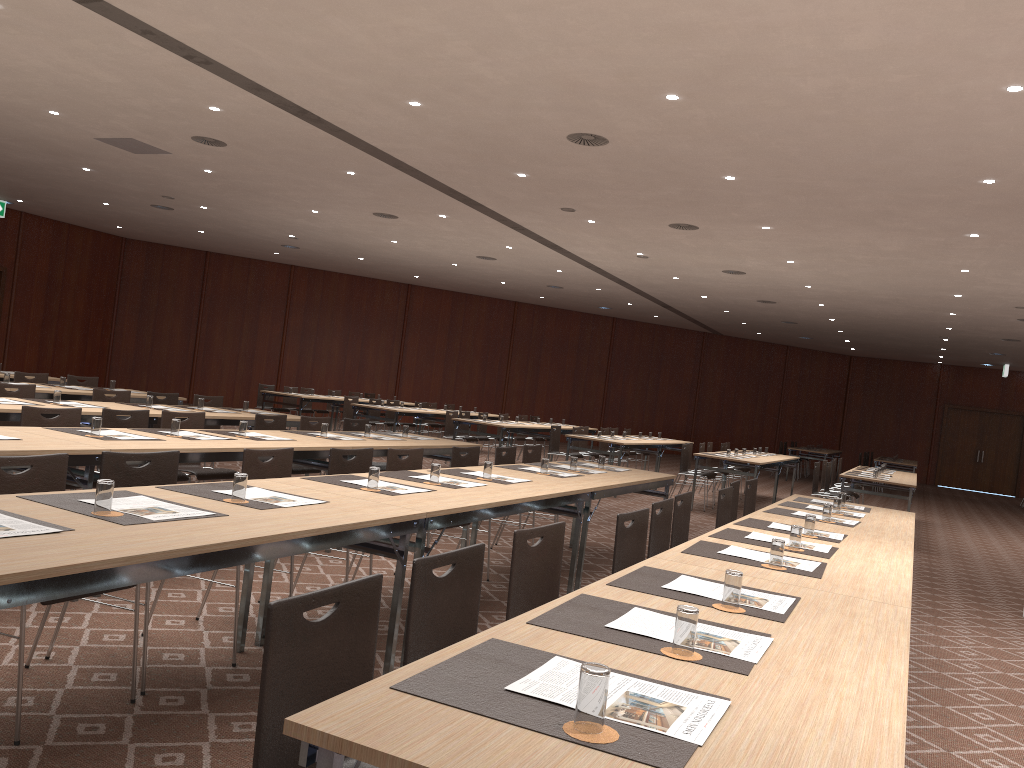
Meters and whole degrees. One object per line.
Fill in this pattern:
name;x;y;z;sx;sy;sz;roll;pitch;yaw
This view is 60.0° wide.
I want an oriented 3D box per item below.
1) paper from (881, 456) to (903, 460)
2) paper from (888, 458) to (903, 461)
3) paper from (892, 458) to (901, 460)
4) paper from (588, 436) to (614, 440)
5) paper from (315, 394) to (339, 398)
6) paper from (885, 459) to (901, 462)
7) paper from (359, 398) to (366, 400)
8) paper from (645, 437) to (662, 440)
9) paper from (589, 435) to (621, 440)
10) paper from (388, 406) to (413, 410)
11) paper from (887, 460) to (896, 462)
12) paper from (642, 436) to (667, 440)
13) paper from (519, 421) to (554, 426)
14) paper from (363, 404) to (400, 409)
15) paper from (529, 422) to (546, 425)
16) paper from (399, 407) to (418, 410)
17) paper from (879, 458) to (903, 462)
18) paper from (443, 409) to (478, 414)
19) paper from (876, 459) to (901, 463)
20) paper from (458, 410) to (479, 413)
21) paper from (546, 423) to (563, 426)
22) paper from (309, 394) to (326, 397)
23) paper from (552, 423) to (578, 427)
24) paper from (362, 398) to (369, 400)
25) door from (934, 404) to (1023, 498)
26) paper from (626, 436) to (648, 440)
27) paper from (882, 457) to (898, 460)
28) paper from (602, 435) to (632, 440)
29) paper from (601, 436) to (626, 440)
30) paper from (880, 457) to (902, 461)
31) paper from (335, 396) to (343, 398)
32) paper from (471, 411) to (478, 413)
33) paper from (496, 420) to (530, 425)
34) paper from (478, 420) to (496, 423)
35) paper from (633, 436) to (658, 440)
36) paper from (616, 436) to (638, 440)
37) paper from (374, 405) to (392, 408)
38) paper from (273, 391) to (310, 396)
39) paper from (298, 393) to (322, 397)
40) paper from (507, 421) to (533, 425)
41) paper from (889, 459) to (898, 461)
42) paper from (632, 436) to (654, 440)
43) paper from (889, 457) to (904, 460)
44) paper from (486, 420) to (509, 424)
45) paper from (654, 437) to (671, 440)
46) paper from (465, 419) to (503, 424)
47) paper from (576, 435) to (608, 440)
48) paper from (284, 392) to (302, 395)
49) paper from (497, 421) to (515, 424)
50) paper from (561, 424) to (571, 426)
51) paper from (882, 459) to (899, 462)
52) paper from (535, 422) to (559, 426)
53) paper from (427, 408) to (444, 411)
paper;10.633;2.070;24.787;0.565;0.003;0.460;7;0;22
paper;10.193;2.005;23.617;0.398;0.006;0.284;7;0;24
paper;10.471;2.043;24.229;0.398;0.006;0.284;7;0;25
paper;1.378;0.846;13.957;0.398;0.006;0.284;7;0;24
paper;-3.539;0.253;17.641;0.565;0.003;0.460;7;0;25
paper;9.533;1.914;22.130;0.398;0.006;0.284;7;0;24
paper;-3.163;0.305;18.496;0.565;0.003;0.460;7;0;27
paper;2.621;1.017;16.601;0.398;0.006;0.284;7;0;27
paper;1.574;0.878;14.540;0.565;0.003;0.460;7;0;25
paper;-2.044;0.433;16.206;0.565;0.003;0.460;7;0;24
paper;9.243;1.875;21.561;0.398;0.006;0.284;7;0;27
paper;2.795;1.045;17.185;0.565;0.003;0.460;7;0;25
paper;0.475;0.752;16.832;0.565;0.003;0.460;7;0;24
paper;-2.266;0.402;15.632;0.565;0.003;0.460;7;0;23
paper;0.541;0.757;16.856;0.398;0.006;0.284;7;0;27
paper;-1.938;0.442;16.233;0.398;0.006;0.284;7;0;23
paper;9.716;1.944;22.731;0.565;0.003;0.460;7;0;26
paper;-1.057;0.568;18.285;0.565;0.003;0.460;7;0;25
paper;9.145;1.866;21.528;0.565;0.003;0.460;7;0;25
paper;-0.818;0.601;18.884;0.565;0.003;0.460;7;0;24
paper;0.835;0.797;17.440;0.398;0.006;0.284;7;0;25
paper;-3.751;0.219;17.056;0.398;0.006;0.284;7;0;23
paper;0.999;0.825;18.054;0.565;0.003;0.460;7;0;23
paper;-3.054;0.315;18.510;0.398;0.006;0.284;7;0;25
door;15.146;2.138;28.638;2.421;2.700;0.200;7;0;25
paper;2.237;0.969;15.996;0.565;0.003;0.460;7;0;23
paper;10.358;2.033;24.202;0.565;0.003;0.460;7;0;23
paper;1.872;0.919;15.132;0.565;0.003;0.460;7;0;26
paper;1.654;0.884;14.559;0.398;0.006;0.284;7;0;23
paper;10.100;1.997;23.616;0.565;0.003;0.460;7;0;24
paper;-3.475;0.257;17.654;0.398;0.006;0.284;7;0;28
paper;-0.735;0.608;18.881;0.398;0.006;0.284;7;0;25
paper;0.053;0.695;15.959;0.565;0.003;0.460;7;0;24
paper;-0.415;0.626;14.811;0.398;0.006;0.284;7;0;25
paper;2.550;1.011;16.581;0.565;0.003;0.460;7;0;28
paper;1.934;0.922;15.117;0.398;0.006;0.284;7;0;24
paper;-2.228;0.403;15.619;0.398;0.006;0.284;7;0;28
paper;-4.072;0.180;16.470;0.565;0.003;0.460;7;0;23
paper;-3.843;0.211;17.041;0.565;0.003;0.460;7;0;28
paper;0.147;0.703;15.974;0.398;0.006;0.284;7;0;24
paper;9.815;1.953;22.744;0.398;0.006;0.284;7;0;26
paper;2.333;0.977;16.026;0.398;0.006;0.284;7;0;24
paper;10.745;2.081;24.815;0.398;0.006;0.284;7;0;22
paper;-0.202;0.659;15.370;0.565;0.003;0.460;7;0;21
paper;2.903;1.055;17.194;0.398;0.006;0.284;7;0;24
paper;-0.489;0.620;14.751;0.565;0.003;0.460;7;0;27
paper;1.303;0.841;13.947;0.565;0.003;0.460;7;0;24
paper;-4.003;0.184;16.459;0.398;0.006;0.284;7;0;25
paper;-0.132;0.664;15.387;0.398;0.006;0.284;7;0;26
paper;1.074;0.830;18.035;0.398;0.006;0.284;7;0;24
paper;9.455;1.908;22.129;0.565;0.003;0.460;7;0;25
paper;0.726;0.787;17.440;0.565;0.003;0.460;7;0;26
paper;-1.336;0.530;17.685;0.565;0.003;0.460;7;0;26
